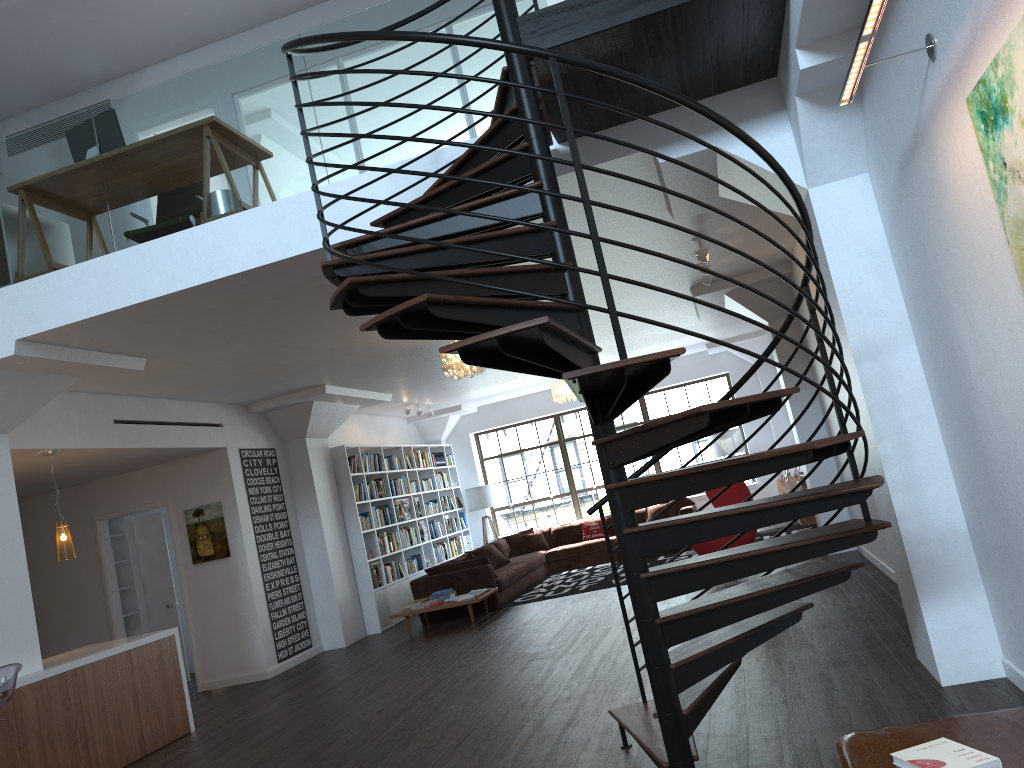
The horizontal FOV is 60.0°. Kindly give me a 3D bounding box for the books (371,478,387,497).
[{"bbox_3d":[-1.876,1.478,12.476,0.198,0.284,0.049,-14,-7,13],"label":"books"}]

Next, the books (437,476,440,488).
[{"bbox_3d":[-1.287,1.651,14.699,0.161,0.223,0.026,-14,-7,12],"label":"books"}]

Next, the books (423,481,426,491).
[{"bbox_3d":[-1.444,1.633,14.053,0.126,0.173,0.032,-14,-7,13],"label":"books"}]

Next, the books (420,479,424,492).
[{"bbox_3d":[-1.474,1.611,13.942,0.146,0.202,0.027,-14,-7,13],"label":"books"}]

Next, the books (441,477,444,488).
[{"bbox_3d":[-1.243,1.666,14.897,0.161,0.223,0.027,-14,-7,12],"label":"books"}]

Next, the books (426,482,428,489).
[{"bbox_3d":[-1.403,1.650,14.185,0.110,0.153,0.019,-14,-7,13],"label":"books"}]

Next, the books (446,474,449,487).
[{"bbox_3d":[-1.184,1.679,15.185,0.174,0.240,0.045,-14,-7,12],"label":"books"}]

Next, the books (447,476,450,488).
[{"bbox_3d":[-1.163,1.687,15.216,0.161,0.223,0.026,-14,-7,12],"label":"books"}]

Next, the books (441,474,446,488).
[{"bbox_3d":[-1.225,1.655,14.970,0.183,0.253,0.034,-14,-7,12],"label":"books"}]

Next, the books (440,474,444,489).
[{"bbox_3d":[-1.257,1.652,14.858,0.171,0.246,0.057,-14,-7,12],"label":"books"}]

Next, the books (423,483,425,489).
[{"bbox_3d":[-1.451,1.628,14.027,0.128,0.178,0.021,-14,-7,13],"label":"books"}]

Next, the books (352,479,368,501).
[{"bbox_3d":[-2.022,1.419,11.754,0.176,0.290,0.053,-14,-7,13],"label":"books"}]

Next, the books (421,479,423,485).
[{"bbox_3d":[-1.476,1.615,13.970,0.146,0.202,0.027,-14,-7,13],"label":"books"}]

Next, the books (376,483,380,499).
[{"bbox_3d":[-1.923,1.488,12.215,0.161,0.223,0.033,-14,-7,13],"label":"books"}]

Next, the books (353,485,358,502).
[{"bbox_3d":[-2.078,1.443,11.538,0.161,0.218,0.101,-14,-7,13],"label":"books"}]

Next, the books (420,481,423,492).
[{"bbox_3d":[-1.482,1.611,13.917,0.127,0.200,0.020,-14,-7,13],"label":"books"}]

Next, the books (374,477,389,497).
[{"bbox_3d":[-1.849,1.475,12.523,0.176,0.291,0.053,-14,-7,13],"label":"books"}]

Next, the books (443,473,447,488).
[{"bbox_3d":[-1.213,1.660,15.052,0.180,0.259,0.060,-14,-7,12],"label":"books"}]

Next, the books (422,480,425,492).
[{"bbox_3d":[-1.462,1.621,14.000,0.139,0.191,0.036,-14,-7,13],"label":"books"}]

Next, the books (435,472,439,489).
[{"bbox_3d":[-1.326,1.621,14.637,0.198,0.284,0.066,-14,-7,12],"label":"books"}]

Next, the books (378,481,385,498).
[{"bbox_3d":[-1.881,1.488,12.359,0.174,0.240,0.054,-14,-7,13],"label":"books"}]

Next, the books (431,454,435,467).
[{"bbox_3d":[-1.377,1.290,14.731,0.161,0.223,0.032,-14,-7,13],"label":"books"}]

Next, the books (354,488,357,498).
[{"bbox_3d":[-2.088,1.454,11.459,0.161,0.182,0.170,-14,-7,13],"label":"books"}]

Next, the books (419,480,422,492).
[{"bbox_3d":[-1.498,1.606,13.864,0.146,0.202,0.027,-14,-7,13],"label":"books"}]

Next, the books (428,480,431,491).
[{"bbox_3d":[-1.386,1.647,14.295,0.128,0.178,0.022,-14,-7,13],"label":"books"}]

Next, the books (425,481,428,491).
[{"bbox_3d":[-1.416,1.642,14.150,0.120,0.167,0.020,-14,-7,13],"label":"books"}]

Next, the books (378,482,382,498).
[{"bbox_3d":[-1.894,1.490,12.284,0.161,0.223,0.032,-14,-7,13],"label":"books"}]

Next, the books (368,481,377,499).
[{"bbox_3d":[-1.958,1.464,12.106,0.180,0.259,0.042,-14,-7,13],"label":"books"}]

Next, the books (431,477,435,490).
[{"bbox_3d":[-1.357,1.638,14.478,0.158,0.226,0.052,-14,-7,13],"label":"books"}]

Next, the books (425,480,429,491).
[{"bbox_3d":[-1.411,1.644,14.226,0.128,0.178,0.022,-14,-7,13],"label":"books"}]

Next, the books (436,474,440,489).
[{"bbox_3d":[-1.298,1.637,14.676,0.160,0.250,0.026,-14,-7,12],"label":"books"}]

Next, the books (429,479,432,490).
[{"bbox_3d":[-1.380,1.643,14.350,0.136,0.196,0.045,-14,-7,13],"label":"books"}]

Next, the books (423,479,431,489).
[{"bbox_3d":[-1.390,1.639,14.318,0.127,0.200,0.020,-14,-7,13],"label":"books"}]

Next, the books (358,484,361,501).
[{"bbox_3d":[-2.059,1.437,11.597,0.172,0.235,0.112,-14,-7,13],"label":"books"}]

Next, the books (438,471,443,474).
[{"bbox_3d":[-1.230,1.642,15.008,0.176,0.290,0.036,-14,-7,12],"label":"books"}]

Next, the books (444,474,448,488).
[{"bbox_3d":[-1.199,1.666,15.092,0.160,0.250,0.026,-14,-7,12],"label":"books"}]

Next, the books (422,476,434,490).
[{"bbox_3d":[-1.366,1.631,14.431,0.140,0.231,0.042,-14,-7,13],"label":"books"}]

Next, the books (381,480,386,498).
[{"bbox_3d":[-1.874,1.490,12.433,0.160,0.251,0.031,-14,-7,13],"label":"books"}]

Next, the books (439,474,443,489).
[{"bbox_3d":[-1.266,1.645,14.814,0.183,0.253,0.034,-14,-7,12],"label":"books"}]

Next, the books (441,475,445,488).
[{"bbox_3d":[-1.244,1.662,14.934,0.174,0.240,0.045,-14,-7,12],"label":"books"}]

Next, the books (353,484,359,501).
[{"bbox_3d":[-2.069,1.437,11.566,0.152,0.232,0.104,-14,-7,13],"label":"books"}]

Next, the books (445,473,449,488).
[{"bbox_3d":[-1.195,1.670,15.148,0.183,0.253,0.034,-14,-7,12],"label":"books"}]

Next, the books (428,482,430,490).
[{"bbox_3d":[-1.393,1.646,14.275,0.128,0.178,0.021,-14,-7,13],"label":"books"}]

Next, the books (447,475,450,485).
[{"bbox_3d":[-1.167,1.688,15.249,0.168,0.231,0.037,-14,-7,12],"label":"books"}]

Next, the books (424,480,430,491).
[{"bbox_3d":[-1.407,1.643,14.251,0.134,0.184,0.030,-14,-7,13],"label":"books"}]

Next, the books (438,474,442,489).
[{"bbox_3d":[-1.278,1.644,14.783,0.183,0.253,0.034,-14,-7,12],"label":"books"}]

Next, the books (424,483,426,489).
[{"bbox_3d":[-1.437,1.636,14.080,0.122,0.169,0.023,-14,-7,13],"label":"books"}]

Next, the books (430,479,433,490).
[{"bbox_3d":[-1.367,1.647,14.389,0.139,0.191,0.036,-14,-7,13],"label":"books"}]

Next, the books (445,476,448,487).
[{"bbox_3d":[-1.191,1.681,15.116,0.161,0.223,0.027,-14,-7,12],"label":"books"}]

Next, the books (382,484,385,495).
[{"bbox_3d":[-1.870,1.499,12.400,0.161,0.223,0.032,-14,-7,13],"label":"books"}]

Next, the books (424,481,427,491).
[{"bbox_3d":[-1.423,1.637,14.099,0.107,0.167,0.017,-14,-7,13],"label":"books"}]

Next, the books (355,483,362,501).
[{"bbox_3d":[-2.059,1.440,11.641,0.172,0.239,0.093,-14,-7,13],"label":"books"}]

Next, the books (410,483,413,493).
[{"bbox_3d":[-1.576,1.599,13.505,0.120,0.167,0.020,-14,-7,13],"label":"books"}]

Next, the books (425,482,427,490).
[{"bbox_3d":[-1.416,1.640,14.122,0.106,0.162,0.032,-14,-7,13],"label":"books"}]

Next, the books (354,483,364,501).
[{"bbox_3d":[-2.044,1.440,11.679,0.174,0.242,0.105,-14,-7,13],"label":"books"}]

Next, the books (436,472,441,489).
[{"bbox_3d":[-1.293,1.623,14.743,0.176,0.290,0.053,-14,-7,12],"label":"books"}]
